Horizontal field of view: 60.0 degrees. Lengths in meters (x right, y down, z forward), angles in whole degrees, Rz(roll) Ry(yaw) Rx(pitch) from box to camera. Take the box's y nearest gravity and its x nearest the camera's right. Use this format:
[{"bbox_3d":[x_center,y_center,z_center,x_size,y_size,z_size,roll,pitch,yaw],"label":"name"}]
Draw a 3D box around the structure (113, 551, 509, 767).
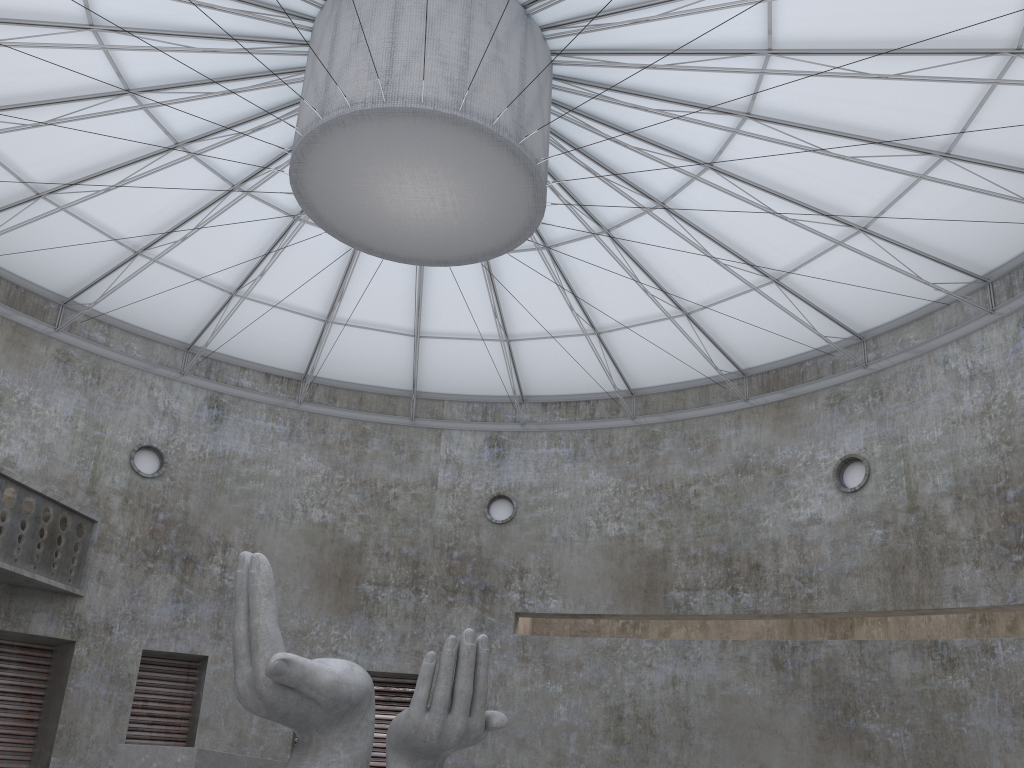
[{"bbox_3d":[-0.835,6.755,18.778,10.848,5.616,15.711,18,-27,-31],"label":"structure"}]
